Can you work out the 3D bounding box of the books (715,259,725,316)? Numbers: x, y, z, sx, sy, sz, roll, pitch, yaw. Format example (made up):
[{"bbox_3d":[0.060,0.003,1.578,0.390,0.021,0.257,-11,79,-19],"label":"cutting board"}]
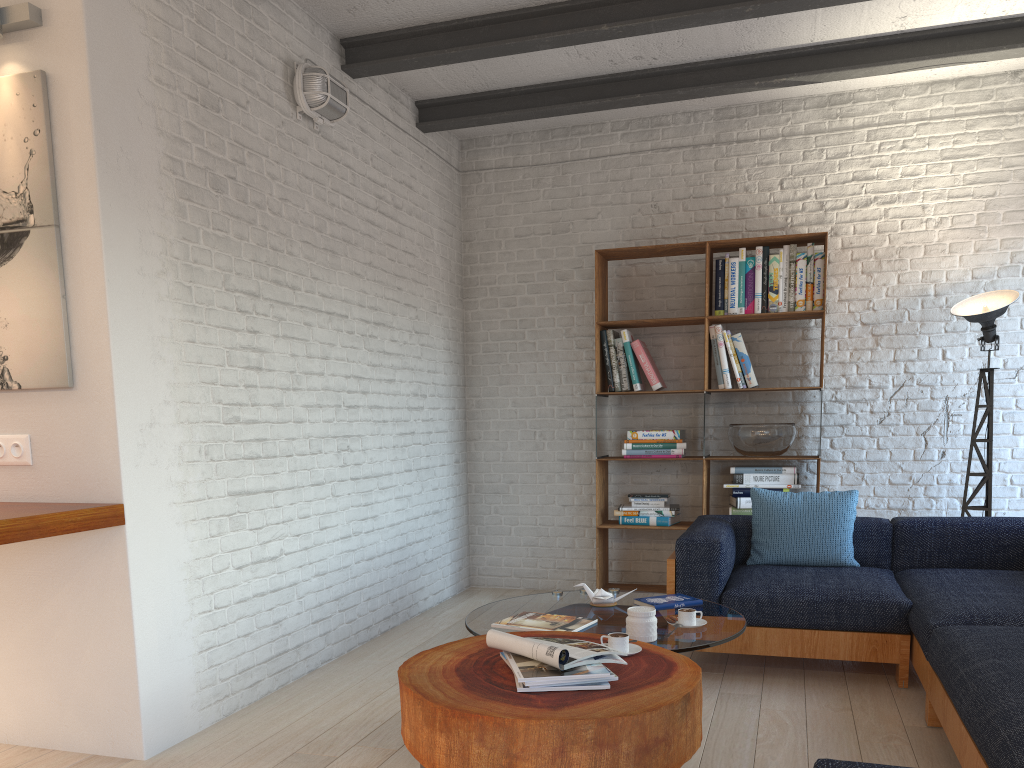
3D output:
[{"bbox_3d":[1.262,-0.561,5.251,0.055,0.334,0.251,1,5,18],"label":"books"}]

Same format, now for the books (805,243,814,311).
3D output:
[{"bbox_3d":[1.736,-0.604,5.086,0.036,0.389,0.240,2,6,18],"label":"books"}]

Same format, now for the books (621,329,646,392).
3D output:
[{"bbox_3d":[0.761,-0.140,5.455,0.121,0.387,0.240,1,6,18],"label":"books"}]

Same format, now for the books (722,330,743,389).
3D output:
[{"bbox_3d":[1.342,-0.140,5.277,0.124,0.354,0.268,1,5,18],"label":"books"}]

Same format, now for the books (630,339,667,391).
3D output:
[{"bbox_3d":[0.857,-0.111,5.453,0.195,0.323,0.251,1,4,18],"label":"books"}]

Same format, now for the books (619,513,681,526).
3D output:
[{"bbox_3d":[0.880,0.860,5.560,0.326,0.056,0.252,-2,-2,28],"label":"books"}]

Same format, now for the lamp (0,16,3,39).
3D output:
[{"bbox_3d":[-1.671,-1.168,2.775,0.079,0.106,0.079,-5,6,-44],"label":"lamp"}]

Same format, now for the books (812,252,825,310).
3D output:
[{"bbox_3d":[1.788,-0.577,5.091,0.055,0.334,0.251,1,5,18],"label":"books"}]

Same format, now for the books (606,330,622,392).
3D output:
[{"bbox_3d":[0.663,-0.139,5.498,0.091,0.390,0.240,1,6,18],"label":"books"}]

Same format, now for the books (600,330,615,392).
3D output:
[{"bbox_3d":[0.625,-0.137,5.502,0.091,0.390,0.240,1,6,18],"label":"books"}]

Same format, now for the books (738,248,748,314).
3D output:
[{"bbox_3d":[1.376,-0.593,5.196,0.036,0.389,0.240,2,6,18],"label":"books"}]

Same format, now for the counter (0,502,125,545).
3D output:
[{"bbox_3d":[-2.495,0.857,2.114,1.686,0.930,2.472,-1,-1,18],"label":"counter"}]

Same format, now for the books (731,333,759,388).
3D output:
[{"bbox_3d":[1.407,-0.134,5.252,0.158,0.334,0.251,1,5,18],"label":"books"}]

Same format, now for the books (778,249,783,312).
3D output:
[{"bbox_3d":[1.583,-0.585,5.136,0.021,0.364,0.268,2,5,18],"label":"books"}]

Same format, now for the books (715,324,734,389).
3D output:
[{"bbox_3d":[1.288,-0.156,5.281,0.103,0.389,0.240,1,6,18],"label":"books"}]

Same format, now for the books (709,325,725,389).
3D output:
[{"bbox_3d":[1.259,-0.154,5.315,0.101,0.389,0.240,1,6,18],"label":"books"}]

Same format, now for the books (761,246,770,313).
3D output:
[{"bbox_3d":[1.502,-0.596,5.160,0.036,0.389,0.240,2,6,18],"label":"books"}]

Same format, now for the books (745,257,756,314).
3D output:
[{"bbox_3d":[1.425,-0.566,5.199,0.055,0.334,0.251,1,5,18],"label":"books"}]

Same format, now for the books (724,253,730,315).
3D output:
[{"bbox_3d":[1.298,-0.576,5.236,0.021,0.364,0.268,2,5,18],"label":"books"}]

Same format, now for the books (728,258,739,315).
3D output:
[{"bbox_3d":[1.331,-0.564,5.210,0.055,0.334,0.251,1,5,18],"label":"books"}]

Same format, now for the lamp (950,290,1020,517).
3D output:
[{"bbox_3d":[2.654,0.407,4.568,0.506,1.873,0.853,-2,6,-10],"label":"lamp"}]

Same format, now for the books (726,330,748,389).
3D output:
[{"bbox_3d":[1.366,-0.141,5.279,0.124,0.354,0.268,1,5,18],"label":"books"}]

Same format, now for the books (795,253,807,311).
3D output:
[{"bbox_3d":[1.689,-0.575,5.099,0.055,0.334,0.251,1,5,18],"label":"books"}]

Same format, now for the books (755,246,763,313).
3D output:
[{"bbox_3d":[1.464,-0.596,5.162,0.036,0.389,0.240,2,6,18],"label":"books"}]

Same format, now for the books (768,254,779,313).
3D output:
[{"bbox_3d":[1.542,-0.571,5.136,0.055,0.334,0.251,1,5,18],"label":"books"}]

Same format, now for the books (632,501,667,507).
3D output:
[{"bbox_3d":[0.878,0.760,5.568,0.206,0.034,0.131,-2,-2,18],"label":"books"}]

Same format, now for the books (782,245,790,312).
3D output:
[{"bbox_3d":[1.615,-0.599,5.138,0.036,0.389,0.240,2,6,18],"label":"books"}]

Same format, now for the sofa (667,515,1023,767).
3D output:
[{"bbox_3d":[1.416,0.943,2.808,2.079,0.668,3.912,-1,-2,18],"label":"sofa"}]

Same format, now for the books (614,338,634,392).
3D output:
[{"bbox_3d":[0.718,-0.114,5.504,0.102,0.339,0.251,1,5,18],"label":"books"}]

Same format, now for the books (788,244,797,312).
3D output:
[{"bbox_3d":[1.646,-0.601,5.115,0.036,0.389,0.240,2,6,18],"label":"books"}]

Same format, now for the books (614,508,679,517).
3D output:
[{"bbox_3d":[0.862,0.814,5.567,0.380,0.037,0.242,-2,-2,18],"label":"books"}]
